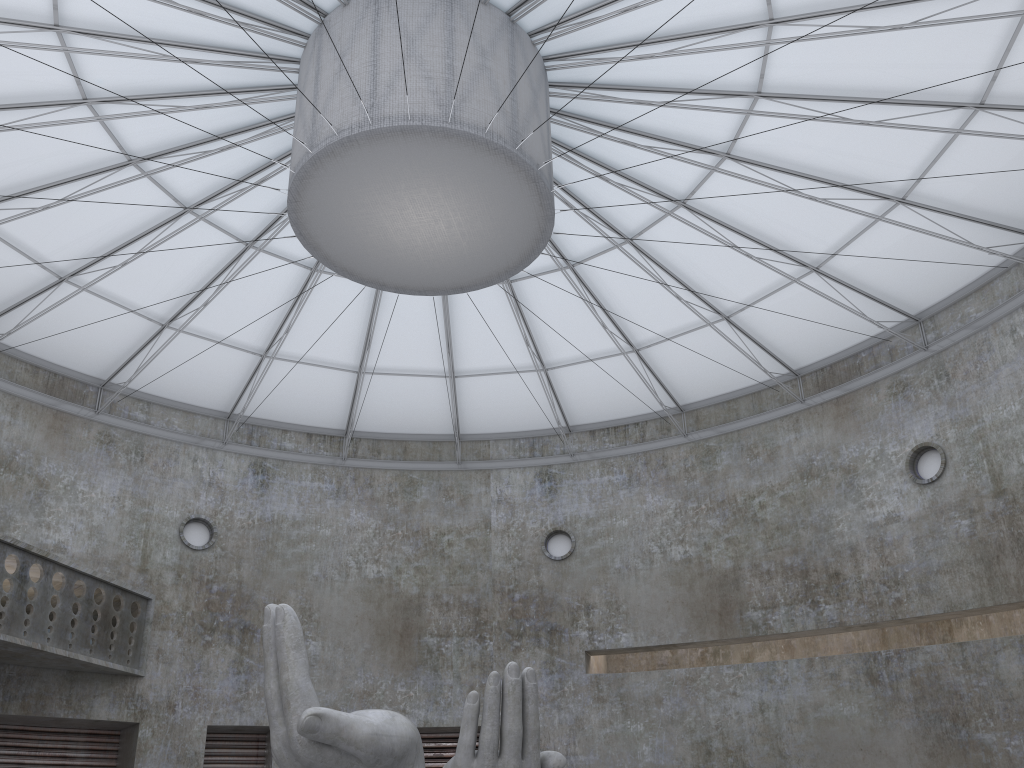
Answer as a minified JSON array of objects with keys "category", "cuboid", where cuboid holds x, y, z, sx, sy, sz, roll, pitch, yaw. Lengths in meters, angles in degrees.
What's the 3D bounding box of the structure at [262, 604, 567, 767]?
[{"category":"structure","cuboid":[0.277,6.956,17.115,10.797,5.596,15.839,13,-30,-26]}]
